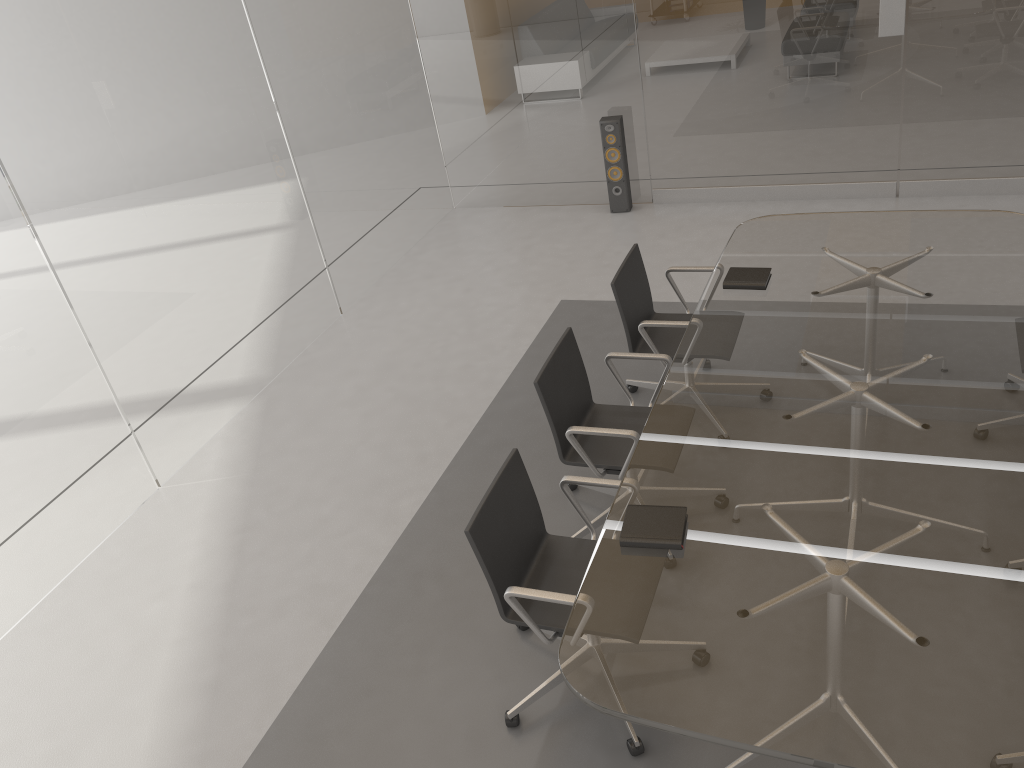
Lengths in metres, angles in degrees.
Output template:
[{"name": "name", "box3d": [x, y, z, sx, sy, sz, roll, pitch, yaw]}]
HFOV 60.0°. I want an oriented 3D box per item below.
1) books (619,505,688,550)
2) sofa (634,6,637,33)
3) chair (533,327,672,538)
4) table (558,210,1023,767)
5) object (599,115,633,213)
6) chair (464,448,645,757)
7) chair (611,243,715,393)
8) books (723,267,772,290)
[{"name": "books", "box3d": [0.424, 0.427, 2.645, 0.183, 0.032, 0.164, 0, 33, 18]}, {"name": "sofa", "box3d": [0.805, -4.091, 10.522, 0.860, 0.761, 2.400, 3, 34, 24]}, {"name": "chair", "box3d": [0.502, 0.225, 3.599, 0.710, 0.805, 0.731, -6, 32, 9]}, {"name": "table", "box3d": [1.280, 0.298, 3.291, 1.372, 0.721, 3.054, 3, 34, 24]}, {"name": "object", "box3d": [0.774, -1.624, 6.594, 0.152, 0.706, 0.124, 0, 33, 19]}, {"name": "chair", "box3d": [0.276, 0.677, 2.944, 0.710, 0.805, 0.731, -6, 32, 9]}, {"name": "chair", "box3d": [0.858, -0.213, 4.187, 0.710, 0.805, 0.731, -6, 32, 9]}, {"name": "books", "box3d": [1.029, -0.460, 3.875, 0.183, 0.032, 0.164, 5, 35, 25]}]
